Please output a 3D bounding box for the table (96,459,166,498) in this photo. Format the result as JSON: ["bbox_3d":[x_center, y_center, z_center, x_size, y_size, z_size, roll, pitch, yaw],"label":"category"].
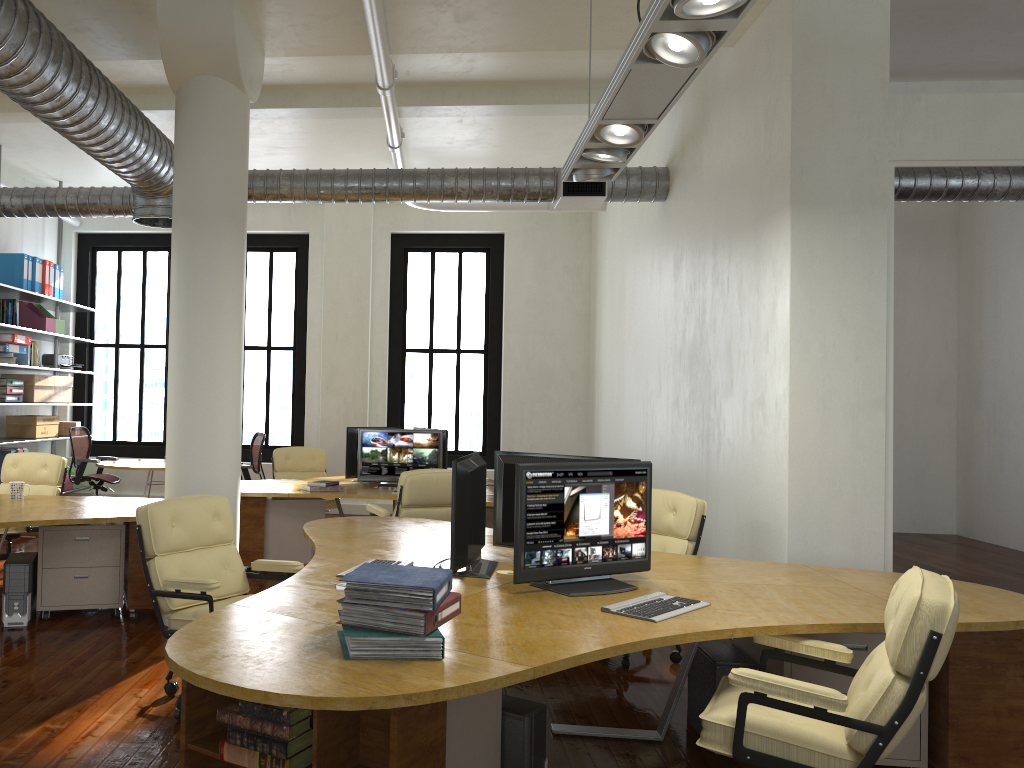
[{"bbox_3d":[-4.303,1.334,10.770,1.611,0.745,1.356,1,-2,27],"label":"table"}]

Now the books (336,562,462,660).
[{"bbox_3d":[-0.404,0.745,2.928,0.436,0.227,0.437,1,-1,12],"label":"books"}]

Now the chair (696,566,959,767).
[{"bbox_3d":[1.055,1.123,3.058,0.847,1.021,0.657,1,-1,26],"label":"chair"}]

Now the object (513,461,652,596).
[{"bbox_3d":[0.332,0.623,3.921,0.739,0.552,0.317,2,-2,-32],"label":"object"}]

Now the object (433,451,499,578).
[{"bbox_3d":[-0.226,0.620,4.308,0.303,0.552,0.775,1,-1,7],"label":"object"}]

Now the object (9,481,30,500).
[{"bbox_3d":[-3.762,0.813,6.766,0.120,0.131,0.128,0,-2,42],"label":"object"}]

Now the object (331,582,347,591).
[{"bbox_3d":[-0.718,0.865,3.800,0.108,0.015,0.138,2,-1,-12],"label":"object"}]

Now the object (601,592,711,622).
[{"bbox_3d":[0.581,0.887,3.548,0.253,0.016,0.429,0,-2,41],"label":"object"}]

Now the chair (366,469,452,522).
[{"bbox_3d":[-0.794,1.189,7.337,0.660,1.021,0.843,2,-1,-30],"label":"chair"}]

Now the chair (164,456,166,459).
[{"bbox_3d":[-4.216,1.155,11.701,0.757,1.158,0.729,1,-1,10],"label":"chair"}]

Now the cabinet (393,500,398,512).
[{"bbox_3d":[-0.950,1.412,10.085,0.913,0.709,0.864,1,-1,6],"label":"cabinet"}]

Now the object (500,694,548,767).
[{"bbox_3d":[-0.119,1.410,3.406,0.525,0.411,0.164,0,-1,32],"label":"object"}]

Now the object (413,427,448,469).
[{"bbox_3d":[-0.827,0.723,8.924,0.271,0.552,0.866,2,-1,-27],"label":"object"}]

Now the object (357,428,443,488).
[{"bbox_3d":[-1.065,0.705,8.437,0.809,0.552,0.290,1,-1,0],"label":"object"}]

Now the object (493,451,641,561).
[{"bbox_3d":[0.262,0.636,4.510,0.888,0.552,0.263,0,-2,37],"label":"object"}]

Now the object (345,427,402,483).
[{"bbox_3d":[-1.403,0.712,9.013,0.321,0.552,0.729,0,-2,41],"label":"object"}]

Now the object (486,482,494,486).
[{"bbox_3d":[-0.312,1.007,9.058,0.216,0.016,0.503,2,-2,-22],"label":"object"}]

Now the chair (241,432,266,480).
[{"bbox_3d":[-6.240,1.040,9.046,7.295,1.158,1.022,2,-2,-28],"label":"chair"}]

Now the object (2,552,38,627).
[{"bbox_3d":[-3.383,1.403,6.103,0.170,0.411,0.508,2,-1,-23],"label":"object"}]

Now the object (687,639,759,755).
[{"bbox_3d":[0.982,1.456,4.188,0.181,0.411,0.477,1,-1,-3],"label":"object"}]

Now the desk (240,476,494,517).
[{"bbox_3d":[-0.978,1.367,9.068,4.021,0.734,3.392,1,-1,7],"label":"desk"}]

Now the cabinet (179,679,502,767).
[{"bbox_3d":[-0.531,1.244,3.077,0.968,0.709,0.809,0,-2,31],"label":"cabinet"}]

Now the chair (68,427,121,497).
[{"bbox_3d":[-5.122,1.115,10.984,0.782,1.158,0.706,1,-1,5],"label":"chair"}]

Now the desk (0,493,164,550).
[{"bbox_3d":[-4.610,1.214,6.358,3.856,0.734,3.508,0,-2,39],"label":"desk"}]

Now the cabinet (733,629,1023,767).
[{"bbox_3d":[1.572,1.316,4.024,0.902,0.709,0.875,1,-1,1],"label":"cabinet"}]

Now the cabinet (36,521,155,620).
[{"bbox_3d":[-2.968,1.273,6.450,0.837,0.709,0.940,2,-1,-22],"label":"cabinet"}]

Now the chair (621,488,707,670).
[{"bbox_3d":[0.716,1.179,5.576,0.719,1.021,0.775,2,-1,-29],"label":"chair"}]

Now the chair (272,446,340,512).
[{"bbox_3d":[-2.278,1.217,9.797,0.669,1.021,0.835,2,-1,-25],"label":"chair"}]

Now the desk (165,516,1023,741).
[{"bbox_3d":[-0.110,1.273,4.570,3.592,0.734,3.780,2,-2,-28],"label":"desk"}]

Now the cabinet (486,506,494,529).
[{"bbox_3d":[0.268,1.380,7.718,0.977,0.709,0.800,0,-2,36],"label":"cabinet"}]

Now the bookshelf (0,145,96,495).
[{"bbox_3d":[-6.147,-0.464,11.126,0.659,4.602,3.583,1,-1,-4],"label":"bookshelf"}]

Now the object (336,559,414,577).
[{"bbox_3d":[-0.644,0.876,4.211,0.242,0.016,0.449,1,-1,13],"label":"object"}]

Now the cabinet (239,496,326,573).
[{"bbox_3d":[-2.262,1.335,8.258,0.831,0.709,0.946,2,-1,-24],"label":"cabinet"}]

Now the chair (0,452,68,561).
[{"bbox_3d":[-4.322,1.116,7.670,0.750,1.021,0.746,1,-1,11],"label":"chair"}]

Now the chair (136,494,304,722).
[{"bbox_3d":[-1.458,1.101,4.504,0.853,1.021,0.652,0,-1,31],"label":"chair"}]

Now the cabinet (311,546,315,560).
[{"bbox_3d":[-0.697,1.302,5.537,0.816,0.709,0.961,2,-2,-29],"label":"cabinet"}]

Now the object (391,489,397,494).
[{"bbox_3d":[-0.819,0.965,7.873,0.500,0.016,0.218,1,-1,14],"label":"object"}]
